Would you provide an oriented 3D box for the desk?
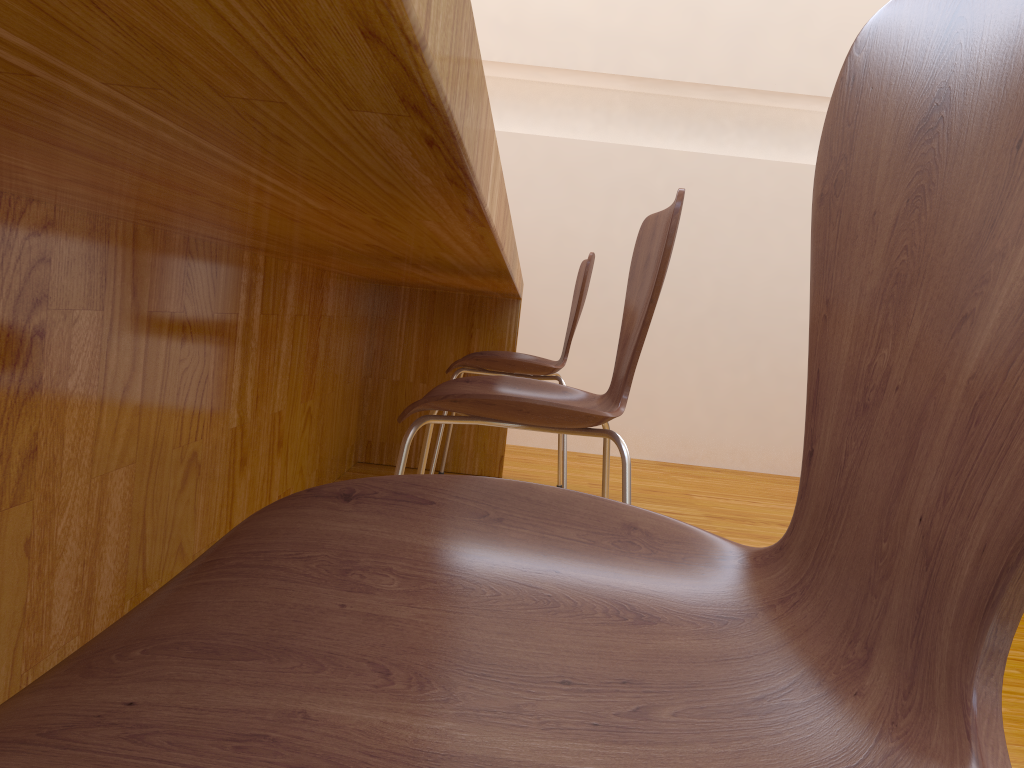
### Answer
[{"bbox_3d":[-0.627,-0.172,1.163,1.248,1.022,3.216,6,4,1],"label":"desk"}]

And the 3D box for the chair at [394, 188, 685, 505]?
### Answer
[{"bbox_3d":[0.012,0.061,1.321,0.381,0.693,0.428,6,4,1],"label":"chair"}]

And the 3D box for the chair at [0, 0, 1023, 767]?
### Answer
[{"bbox_3d":[-0.008,0.130,0.352,0.381,0.693,0.428,6,4,1],"label":"chair"}]

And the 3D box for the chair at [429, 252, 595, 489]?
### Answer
[{"bbox_3d":[-0.003,-0.023,2.437,0.381,0.693,0.428,6,4,1],"label":"chair"}]
